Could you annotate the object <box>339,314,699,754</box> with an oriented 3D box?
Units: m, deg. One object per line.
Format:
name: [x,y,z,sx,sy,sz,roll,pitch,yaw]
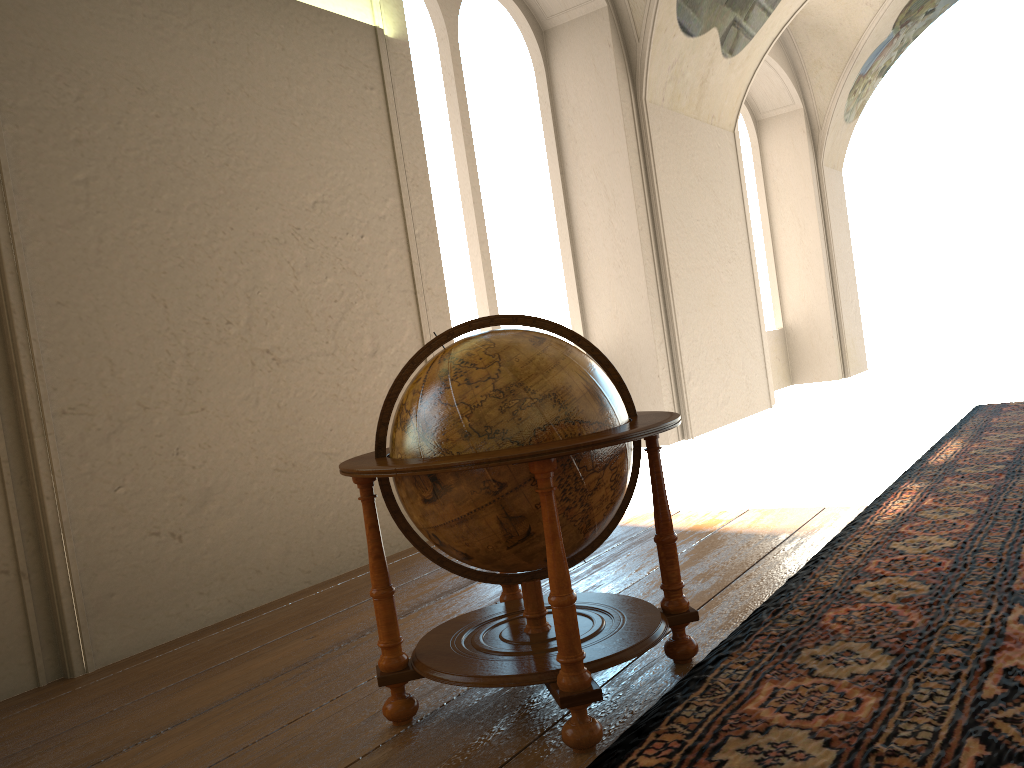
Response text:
object: [0.028,0.460,3.357,1.278,1.450,1.279,-9,2,-18]
